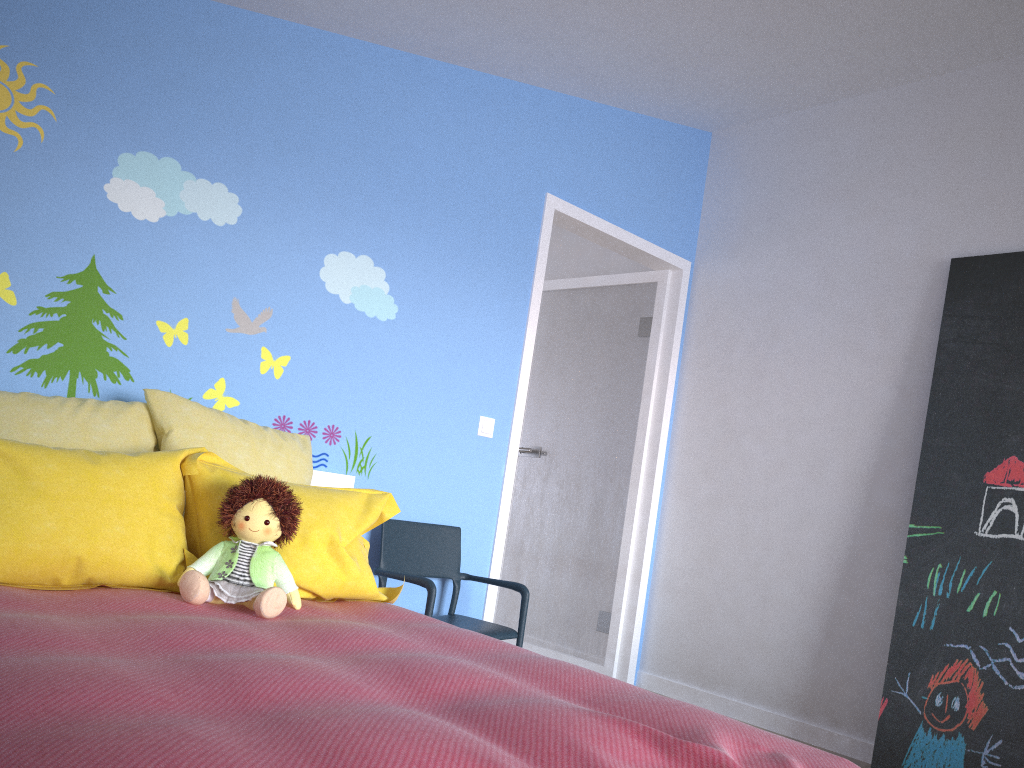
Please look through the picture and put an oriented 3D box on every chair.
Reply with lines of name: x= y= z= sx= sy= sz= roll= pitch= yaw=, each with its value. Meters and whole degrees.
chair: x=-0.263 y=0.861 z=3.216 sx=0.416 sy=0.671 sz=0.515 roll=3 pitch=-8 yaw=45

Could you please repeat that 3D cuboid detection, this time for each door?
door: x=0.038 y=0.327 z=4.418 sx=1.039 sy=2.119 sz=0.997 roll=13 pitch=-7 yaw=-41

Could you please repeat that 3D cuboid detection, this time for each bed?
bed: x=-0.433 y=0.575 z=1.762 sx=1.938 sy=0.807 sz=2.315 roll=15 pitch=-9 yaw=-41

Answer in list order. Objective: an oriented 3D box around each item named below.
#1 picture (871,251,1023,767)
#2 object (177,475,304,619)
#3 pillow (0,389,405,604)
picture: x=1.845 y=0.474 z=3.021 sx=0.209 sy=2.010 sz=0.956 roll=12 pitch=-6 yaw=-41
object: x=-0.624 y=0.381 z=2.096 sx=0.286 sy=0.340 sz=0.252 roll=9 pitch=-6 yaw=-7
pillow: x=-0.925 y=0.274 z=2.355 sx=1.353 sy=0.529 sz=0.678 roll=15 pitch=-9 yaw=-40
